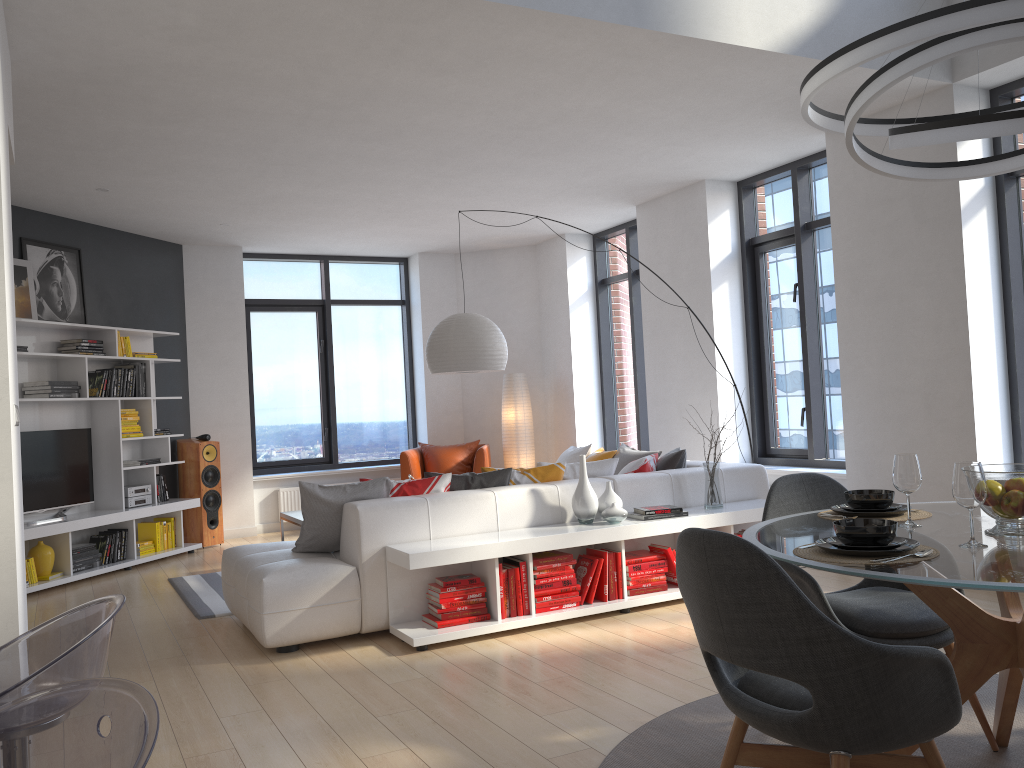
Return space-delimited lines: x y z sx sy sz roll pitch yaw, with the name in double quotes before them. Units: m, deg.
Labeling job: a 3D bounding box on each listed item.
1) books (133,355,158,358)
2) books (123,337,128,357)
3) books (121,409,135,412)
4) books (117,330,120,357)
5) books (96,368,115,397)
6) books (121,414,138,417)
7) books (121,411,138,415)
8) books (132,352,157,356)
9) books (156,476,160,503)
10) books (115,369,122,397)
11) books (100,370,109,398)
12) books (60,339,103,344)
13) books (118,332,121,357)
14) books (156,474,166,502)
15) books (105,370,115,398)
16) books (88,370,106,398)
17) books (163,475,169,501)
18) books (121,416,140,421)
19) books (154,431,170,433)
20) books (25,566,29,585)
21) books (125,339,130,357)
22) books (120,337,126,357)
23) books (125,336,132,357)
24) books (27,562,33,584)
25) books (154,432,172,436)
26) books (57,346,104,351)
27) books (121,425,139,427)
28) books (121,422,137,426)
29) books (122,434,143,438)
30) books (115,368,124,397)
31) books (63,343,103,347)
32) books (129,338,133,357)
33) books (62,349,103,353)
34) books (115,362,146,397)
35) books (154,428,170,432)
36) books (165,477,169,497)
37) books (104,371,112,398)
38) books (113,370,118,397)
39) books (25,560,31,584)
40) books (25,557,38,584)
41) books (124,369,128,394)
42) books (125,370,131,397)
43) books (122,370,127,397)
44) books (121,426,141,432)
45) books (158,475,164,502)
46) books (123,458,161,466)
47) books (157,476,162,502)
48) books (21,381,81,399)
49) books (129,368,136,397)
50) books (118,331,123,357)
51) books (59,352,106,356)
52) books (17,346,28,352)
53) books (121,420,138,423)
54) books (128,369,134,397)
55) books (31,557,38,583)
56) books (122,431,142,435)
"books" -3.369 -0.238 8.000 0.194 0.028 0.257 -4 -1 23
"books" -3.417 -0.318 7.726 0.128 0.178 0.044 -3 -1 18
"books" -3.465 0.237 7.809 0.163 0.023 0.223 -4 -1 22
"books" -3.452 -0.343 7.628 0.161 0.229 0.041 -3 -1 17
"books" -3.491 -0.003 7.596 0.192 0.254 0.075 -3 -1 17
"books" -3.444 0.282 7.804 0.160 0.022 0.227 -4 -2 34
"books" -3.439 0.259 7.811 0.163 0.023 0.223 -4 -1 22
"books" -3.380 -0.264 8.000 0.203 0.024 0.257 -4 -1 21
"books" -3.283 0.958 8.026 0.189 0.240 0.053 -3 -1 18
"books" -3.470 -0.001 7.656 0.191 0.249 0.084 -3 -1 18
"books" -3.518 0.007 7.511 0.187 0.234 0.096 -3 -1 18
"books" -3.595 -0.348 7.411 0.209 0.030 0.266 -3 -1 11
"books" -3.462 -0.340 7.656 0.163 0.224 0.041 -3 -1 16
"books" -3.258 0.950 8.097 0.193 0.255 0.066 -3 -1 17
"books" -3.473 0.002 7.566 0.172 0.242 0.069 -4 -1 19
"books" -3.524 0.006 7.477 0.182 0.234 0.104 -3 -1 18
"books" -3.241 0.956 8.123 0.177 0.242 0.066 -3 -1 18
"books" -3.438 0.310 7.809 0.176 0.033 0.239 -4 -1 21
"books" -3.262 0.442 8.125 0.142 0.015 0.198 -3 -1 16
"books" -3.631 1.385 6.517 0.138 0.188 0.056 -3 -1 18
"books" -3.399 -0.309 7.740 0.108 0.161 0.046 -3 -1 17
"books" -3.430 -0.318 7.710 0.132 0.180 0.054 -3 -1 18
"books" -3.407 -0.320 7.768 0.141 0.184 0.064 -4 -1 19
"books" -3.599 1.395 6.549 0.113 0.169 0.049 -3 -1 17
"books" -3.258 0.461 8.125 0.161 0.023 0.213 -4 -1 21
"books" -3.607 -0.292 7.414 0.214 0.030 0.284 -4 -1 21
"books" -3.443 0.373 7.796 0.189 0.014 0.251 -4 -1 21
"books" -3.428 0.355 7.781 0.145 0.023 0.217 -4 -1 22
"books" -3.412 0.459 7.790 0.194 0.028 0.257 -4 -1 23
"books" -3.460 -0.006 7.689 0.197 0.260 0.066 -3 -1 18
"books" -3.582 -0.322 7.409 0.180 0.026 0.246 -4 -1 20
"books" -3.407 -0.320 7.792 0.142 0.184 0.044 -4 -1 19
"books" -3.588 -0.268 7.404 0.189 0.020 0.264 -3 -1 16
"books" -3.412 -0.028 7.925 0.259 0.321 0.128 -3 -1 18
"books" -3.277 0.424 8.132 0.161 0.023 0.213 -4 -1 21
"books" -3.260 0.961 8.164 0.179 0.233 0.077 -3 -1 18
"books" -3.495 0.006 7.536 0.169 0.233 0.081 -3 -1 17
"books" -3.477 0.003 7.619 0.179 0.243 0.068 -3 -1 17
"books" -3.617 1.385 6.535 0.134 0.187 0.046 -3 -1 18
"books" -3.606 1.383 6.578 0.148 0.193 0.067 -4 -1 19
"books" -3.445 -0.003 7.731 0.192 0.254 0.075 -3 -1 17
"books" -3.424 0.001 7.751 0.179 0.243 0.071 -3 -1 17
"books" -3.426 0.003 7.701 0.172 0.242 0.069 -4 -1 19
"books" -3.428 0.401 7.793 0.189 0.042 0.243 -3 -1 18
"books" -3.256 0.955 8.066 0.169 0.242 0.050 -3 -1 17
"books" -3.348 0.701 7.951 0.250 0.047 0.310 -3 -1 13
"books" -3.269 0.959 8.047 0.170 0.236 0.049 -3 -1 18
"books" -3.681 0.053 7.094 0.277 0.137 0.343 -3 -1 13
"books" -3.414 -0.005 7.824 0.197 0.260 0.066 -3 -1 18
"books" -3.461 -0.340 7.687 0.164 0.224 0.054 -3 -1 17
"books" -3.582 -0.243 7.404 0.214 0.030 0.284 -4 -1 21
"books" -3.832 -0.257 6.623 0.250 0.047 0.310 -3 -1 13
"books" -3.442 0.336 7.799 0.171 0.019 0.239 -3 -1 18
"books" -3.423 0.000 7.791 0.191 0.249 0.084 -3 -1 18
"books" -3.607 1.383 6.604 0.149 0.193 0.046 -4 -1 19
"books" -3.422 0.434 7.790 0.203 0.024 0.257 -4 -1 21
